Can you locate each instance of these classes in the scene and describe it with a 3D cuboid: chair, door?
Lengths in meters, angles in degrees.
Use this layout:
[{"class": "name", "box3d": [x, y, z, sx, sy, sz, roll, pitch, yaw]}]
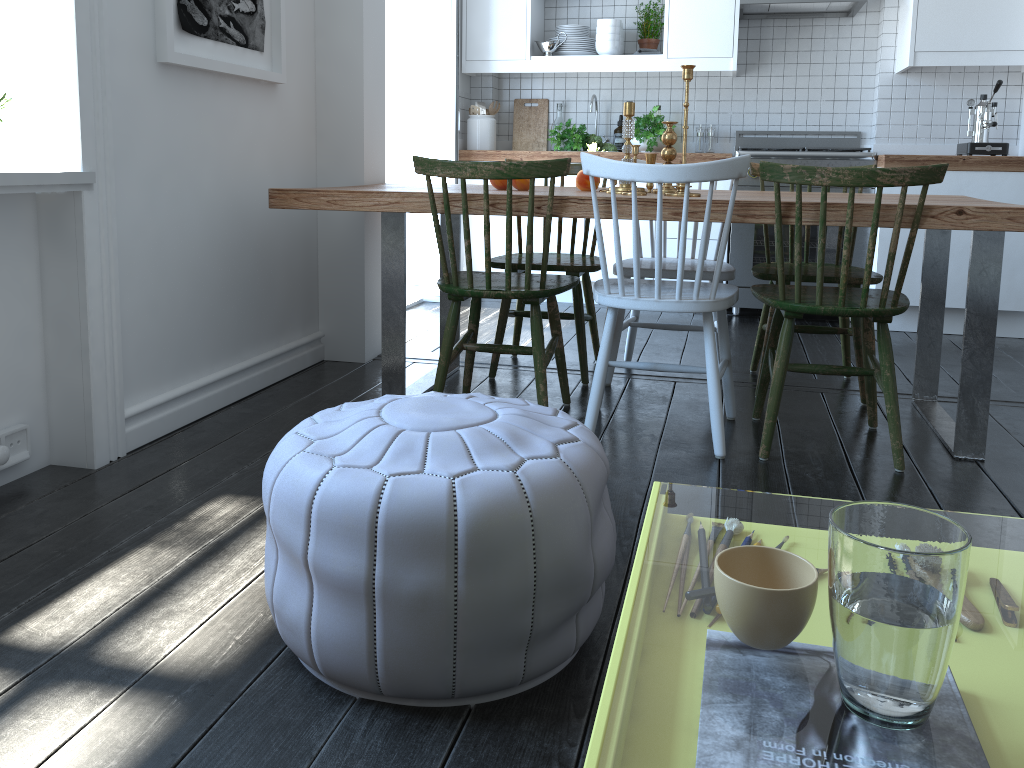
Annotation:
[{"class": "chair", "box3d": [0.920, -0.221, 2.529, 0.468, 0.813, 0.494, 3, 10, 12]}, {"class": "chair", "box3d": [1.101, -0.398, 3.246, 0.468, 0.814, 0.494, 3, 10, 12]}, {"class": "door", "box3d": [-0.584, -1.501, 4.949, 0.586, 1.993, 0.106, 2, 8, 8]}, {"class": "chair", "box3d": [0.628, -0.447, 3.377, 0.467, 0.828, 0.518, 3, 10, 14]}, {"class": "chair", "box3d": [0.152, -0.467, 3.457, 0.468, 0.813, 0.494, 3, 10, 12]}, {"class": "chair", "box3d": [0.444, -0.257, 2.606, 0.467, 0.828, 0.518, 3, 10, 14]}, {"class": "chair", "box3d": [-0.029, -0.290, 2.740, 0.468, 0.814, 0.494, 3, 10, 12]}]

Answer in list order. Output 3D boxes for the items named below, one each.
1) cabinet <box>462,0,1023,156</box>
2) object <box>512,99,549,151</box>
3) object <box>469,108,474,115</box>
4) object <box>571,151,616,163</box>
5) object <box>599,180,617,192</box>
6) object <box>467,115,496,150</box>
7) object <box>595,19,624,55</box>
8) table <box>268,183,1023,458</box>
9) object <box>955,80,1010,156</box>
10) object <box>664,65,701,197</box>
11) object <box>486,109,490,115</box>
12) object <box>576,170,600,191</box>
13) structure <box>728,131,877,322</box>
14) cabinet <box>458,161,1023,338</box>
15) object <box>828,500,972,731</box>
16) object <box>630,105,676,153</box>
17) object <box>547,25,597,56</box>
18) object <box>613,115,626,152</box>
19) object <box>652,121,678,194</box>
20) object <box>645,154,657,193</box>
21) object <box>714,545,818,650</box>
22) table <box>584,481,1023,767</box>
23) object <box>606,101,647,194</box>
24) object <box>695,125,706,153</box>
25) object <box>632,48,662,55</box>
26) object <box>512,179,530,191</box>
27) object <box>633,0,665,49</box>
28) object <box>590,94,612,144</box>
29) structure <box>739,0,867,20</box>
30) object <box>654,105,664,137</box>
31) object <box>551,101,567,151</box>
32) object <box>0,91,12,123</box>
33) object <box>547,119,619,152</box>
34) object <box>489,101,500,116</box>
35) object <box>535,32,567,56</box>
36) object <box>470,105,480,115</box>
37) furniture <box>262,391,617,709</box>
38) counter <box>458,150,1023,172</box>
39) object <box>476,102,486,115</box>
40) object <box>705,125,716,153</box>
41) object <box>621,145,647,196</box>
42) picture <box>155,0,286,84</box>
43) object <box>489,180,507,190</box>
[{"class": "cabinet", "box3d": [1.498, -1.557, 4.782, 3.798, 2.333, 0.791, 5, 9, 17]}, {"class": "object", "box3d": [0.115, -1.619, 5.515, 0.220, 0.325, 0.041, 3, 8, 14]}, {"class": "object", "box3d": [-0.214, -1.534, 5.291, 0.118, 0.247, 0.061, 9, 12, 43]}, {"class": "object", "box3d": [0.459, -1.314, 5.192, 0.372, 0.109, 0.361, 4, 14, 13]}, {"class": "object", "box3d": [0.362, -0.736, 3.123, 0.102, 0.112, 0.104, 1, 11, 0]}, {"class": "object", "box3d": [-0.183, -1.507, 5.292, 0.174, 0.204, 0.177, 4, 11, 18]}, {"class": "object", "box3d": [0.572, -2.012, 5.148, 0.150, 0.212, 0.315, 3, 12, 11]}, {"class": "table", "box3d": [0.435, -0.297, 3.015, 2.230, 0.704, 1.038, 4, 12, 14]}, {"class": "object", "box3d": [2.406, -1.335, 4.454, 0.206, 0.363, 0.360, 3, 11, 13]}, {"class": "object", "box3d": [0.545, -0.793, 2.770, 0.113, 0.404, 0.115, -3, 9, -24]}, {"class": "object", "box3d": [-0.147, -1.539, 5.322, 0.051, 0.243, 0.116, -2, 9, -21]}, {"class": "object", "box3d": [0.274, -0.736, 3.189, 0.089, 0.082, 0.086, 6, 12, 26]}, {"class": "structure", "box3d": [1.577, -0.899, 4.882, 0.701, 1.002, 0.735, 3, 10, 14]}, {"class": "cabinet", "box3d": [1.183, -0.829, 4.986, 3.194, 0.801, 0.741, 7, 12, 22]}, {"class": "object", "box3d": [0.287, 0.176, 0.666, 0.098, 0.144, 0.099, -4, 11, -25]}, {"class": "object", "box3d": [0.793, -1.459, 5.042, 0.271, 0.264, 0.345, 2, 12, 4]}, {"class": "object", "box3d": [0.358, -2.032, 5.256, 0.301, 0.191, 0.312, 4, 13, 15]}, {"class": "object", "box3d": [0.661, -1.518, 5.353, 0.085, 0.227, 0.086, -2, 9, -21]}, {"class": "object", "box3d": [0.539, -0.777, 3.029, 0.101, 0.243, 0.101, 7, 11, 37]}, {"class": "object", "box3d": [0.490, -0.745, 3.118, 0.049, 0.137, 0.050, 3, 9, 14]}, {"class": "object", "box3d": [0.219, 0.190, 0.767, 0.087, 0.065, 0.088, 11, 16, 41]}, {"class": "table", "box3d": [0.789, 0.446, 0.720, 1.402, 0.393, 0.612, 4, 13, 14]}, {"class": "object", "box3d": [0.393, -0.798, 2.981, 0.141, 0.306, 0.142, -5, 11, -33]}, {"class": "object", "box3d": [1.121, -1.458, 5.249, 0.059, 0.170, 0.060, 5, 9, 27]}, {"class": "object", "box3d": [0.773, -1.905, 5.091, 0.246, 0.041, 0.282, 3, 14, 6]}, {"class": "object", "box3d": [0.036, -0.733, 3.149, 0.084, 0.086, 0.092, 10, 14, 39]}, {"class": "object", "box3d": [0.818, -2.093, 5.196, 0.172, 0.360, 0.167, -6, 11, -39]}, {"class": "object", "box3d": [0.525, -1.559, 5.297, 0.189, 0.347, 0.279, -1, 10, -10]}, {"class": "structure", "box3d": [1.585, -2.684, 4.748, 0.634, 1.283, 0.537, 3, 9, 14]}, {"class": "object", "box3d": [0.869, -1.520, 5.256, 0.066, 0.278, 0.067, 2, 8, 9]}, {"class": "object", "box3d": [0.290, -1.592, 5.442, 0.098, 0.312, 0.099, 3, 8, 14]}, {"class": "object", "box3d": [-1.306, -0.638, 2.021, 0.286, 0.290, 0.289, 4, 11, 18]}, {"class": "object", "box3d": [0.418, -1.388, 5.124, 0.469, 0.302, 0.289, -2, 11, -13]}, {"class": "object", "box3d": [-0.140, -1.560, 5.314, 0.131, 0.291, 0.057, 0, 8, -7]}, {"class": "object", "box3d": [0.223, -1.968, 5.115, 0.211, 0.132, 0.103, 7, 12, 26]}, {"class": "object", "box3d": [-0.227, -1.533, 5.269, 0.054, 0.258, 0.152, -1, 9, -11]}, {"class": "furniture", "box3d": [-0.123, 0.244, 1.550, 0.610, 0.412, 0.627, 3, 12, 8]}, {"class": "counter", "box3d": [1.169, -1.238, 4.875, 3.103, 0.072, 0.863, 4, 14, 14]}, {"class": "object", "box3d": [-0.181, -1.554, 5.296, 0.064, 0.285, 0.143, -1, 9, -12]}, {"class": "object", "box3d": [1.176, -1.449, 5.214, 0.059, 0.170, 0.060, 5, 9, 27]}, {"class": "object", "box3d": [0.393, -0.683, 2.815, 0.080, 0.158, 0.081, -4, 10, -29]}, {"class": "picture", "box3d": [-0.920, -1.426, 2.766, 0.083, 0.873, 0.700, 3, 10, 13]}, {"class": "object", "box3d": [-0.039, -0.745, 3.185, 0.088, 0.088, 0.085, 2, 11, 4]}]
